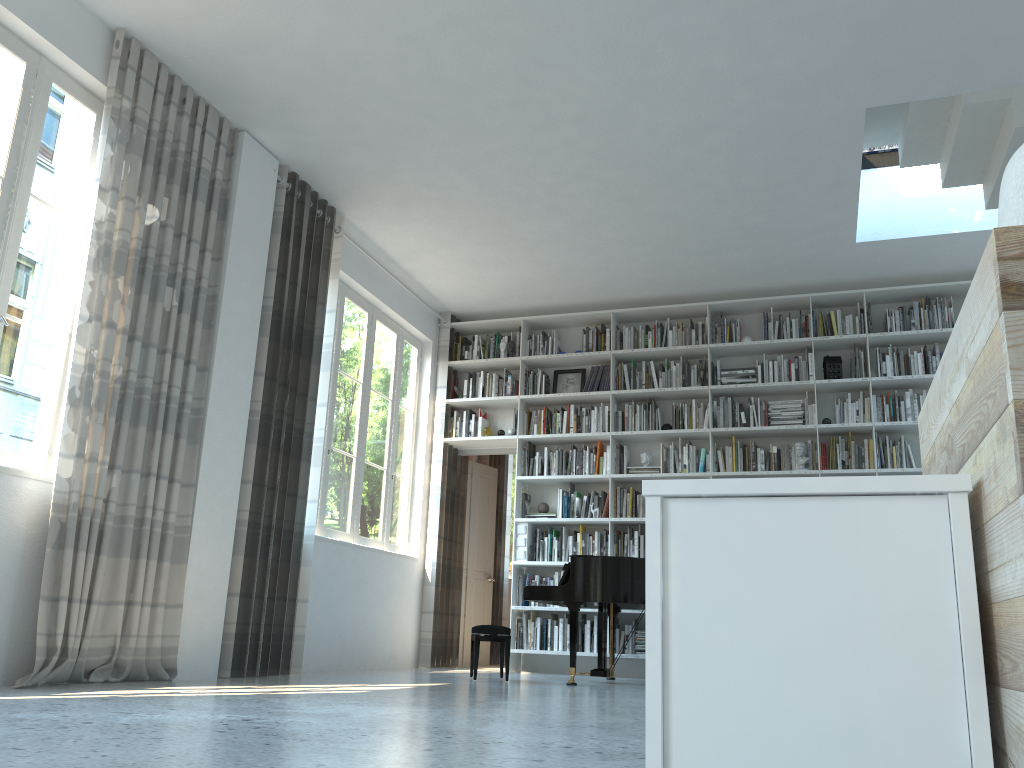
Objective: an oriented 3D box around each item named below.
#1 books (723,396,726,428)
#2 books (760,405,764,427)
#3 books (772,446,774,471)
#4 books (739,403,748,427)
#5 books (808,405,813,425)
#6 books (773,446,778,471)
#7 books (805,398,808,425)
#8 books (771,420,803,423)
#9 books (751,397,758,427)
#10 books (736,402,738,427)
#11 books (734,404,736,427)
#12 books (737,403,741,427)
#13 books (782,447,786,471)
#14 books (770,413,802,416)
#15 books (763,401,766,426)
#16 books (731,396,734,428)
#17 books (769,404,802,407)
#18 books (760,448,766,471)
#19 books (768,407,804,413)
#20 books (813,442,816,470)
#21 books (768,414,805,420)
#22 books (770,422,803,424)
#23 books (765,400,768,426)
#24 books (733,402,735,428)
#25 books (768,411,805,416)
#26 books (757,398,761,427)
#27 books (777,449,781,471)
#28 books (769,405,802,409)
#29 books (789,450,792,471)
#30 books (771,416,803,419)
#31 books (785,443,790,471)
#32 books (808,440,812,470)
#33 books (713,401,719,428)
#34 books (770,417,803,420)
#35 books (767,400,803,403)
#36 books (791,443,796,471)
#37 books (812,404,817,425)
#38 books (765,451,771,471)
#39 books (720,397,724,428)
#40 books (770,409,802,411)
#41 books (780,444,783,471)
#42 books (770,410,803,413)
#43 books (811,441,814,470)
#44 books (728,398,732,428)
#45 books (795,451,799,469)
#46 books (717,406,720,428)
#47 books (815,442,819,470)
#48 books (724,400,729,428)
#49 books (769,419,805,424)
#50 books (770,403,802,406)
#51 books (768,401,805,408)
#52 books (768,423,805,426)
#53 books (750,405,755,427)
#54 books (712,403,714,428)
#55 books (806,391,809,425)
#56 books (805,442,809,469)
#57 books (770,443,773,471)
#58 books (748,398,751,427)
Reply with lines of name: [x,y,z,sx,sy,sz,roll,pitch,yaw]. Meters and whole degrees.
books: [1.816,0.273,7.547,0.014,0.312,0.134,-3,-16,19]
books: [2.101,0.300,7.424,0.024,0.215,0.132,-3,-16,19]
books: [2.154,0.640,7.302,0.010,0.233,0.175,-3,-16,19]
books: [1.954,0.295,7.467,0.066,0.236,0.154,-3,-16,19]
books: [2.460,0.288,7.300,0.029,0.198,0.172,-3,-16,19]
books: [2.169,0.641,7.284,0.029,0.223,0.186,-3,-16,19]
books: [2.425,0.260,7.306,0.012,0.253,0.161,-3,-16,19]
books: [2.280,0.330,7.356,0.254,0.012,0.161,-3,-17,18]
books: [2.047,0.266,7.451,0.049,0.290,0.162,-3,-16,19]
books: [1.906,0.293,7.490,0.014,0.249,0.173,-3,-16,19]
books: [1.894,0.303,7.495,0.014,0.232,0.147,-3,-16,19]
books: [1.919,0.297,7.485,0.011,0.239,0.148,-3,-16,19]
books: [2.242,0.642,7.289,0.025,0.229,0.143,-3,-16,19]
books: [2.282,0.272,7.372,0.254,0.012,0.161,-4,-17,20]
books: [2.117,0.283,7.414,0.015,0.244,0.183,-3,-16,19]
books: [1.873,0.271,7.509,0.011,0.299,0.180,-3,-16,19]
books: [2.284,0.199,7.389,0.254,0.012,0.161,-4,-17,21]
books: [2.075,0.654,7.328,0.030,0.214,0.169,-3,-16,19]
books: [2.284,0.225,7.385,0.285,0.012,0.160,-3,-17,18]
books: [2.463,0.613,7.213,0.014,0.260,0.137,-3,-16,19]
books: [2.282,0.283,7.369,0.285,0.012,0.160,-4,-17,20]
books: [2.280,0.342,7.355,0.254,0.012,0.161,-3,-17,19]
books: [2.127,0.277,7.399,0.013,0.246,0.177,-3,-16,19]
books: [1.883,0.294,7.501,0.011,0.251,0.153,-3,-16,19]
books: [2.281,0.259,7.371,0.285,0.012,0.160,-4,-17,22]
books: [2.076,0.271,7.424,0.021,0.268,0.192,-3,-16,19]
books: [2.196,0.651,7.274,0.029,0.200,0.179,-3,-16,19]
books: [2.282,0.211,7.380,0.254,0.012,0.161,-5,-17,23]
books: [2.286,0.650,7.268,0.022,0.206,0.114,-3,-16,19]
books: [2.281,0.294,7.363,0.254,0.012,0.161,-3,-17,17]
books: [2.260,0.621,7.268,0.025,0.258,0.151,-3,-16,19]
books: [2.433,0.607,7.229,0.025,0.278,0.108,-3,-16,19]
books: [1.740,0.294,7.549,0.026,0.266,0.171,-3,-16,19]
books: [2.280,0.306,7.360,0.254,0.012,0.161,-4,-17,21]
books: [2.286,0.164,7.399,0.285,0.012,0.160,-4,-17,21]
books: [2.307,0.622,7.262,0.024,0.258,0.127,-3,-16,19]
books: [2.490,0.285,7.297,0.030,0.204,0.159,-3,-16,19]
books: [2.116,0.663,7.324,0.050,0.198,0.146,-3,-16,19]
books: [1.790,0.276,7.534,0.026,0.296,0.179,-3,-16,19]
books: [2.283,0.236,7.379,0.254,0.012,0.161,-4,-17,21]
books: [2.213,0.626,7.264,0.012,0.244,0.186,-3,-16,19]
books: [2.282,0.247,7.374,0.254,0.012,0.161,-2,-16,16]
books: [2.445,0.608,7.207,0.014,0.265,0.154,-3,-16,19]
books: [1.856,0.277,7.522,0.029,0.294,0.151,-3,-16,19]
books: [2.332,0.647,7.243,0.035,0.201,0.149,-3,-16,19]
books: [1.770,0.315,7.549,0.027,0.227,0.147,-3,-16,19]
books: [2.482,0.612,7.214,0.023,0.264,0.107,-3,-16,19]
books: [1.825,0.287,7.510,0.025,0.265,0.185,-3,-16,19]
books: [2.279,0.317,7.355,0.285,0.012,0.160,-2,-16,16]
books: [2.286,0.189,7.396,0.254,0.012,0.161,-3,-17,19]
books: [2.283,0.174,7.389,0.285,0.012,0.160,-2,-16,14]
books: [2.280,0.353,7.350,0.285,0.012,0.160,-4,-17,20]
books: [2.019,0.303,7.448,0.024,0.216,0.148,-3,-16,19]
books: [1.725,0.304,7.563,0.012,0.253,0.161,-3,-16,19]
books: [2.443,0.232,7.325,0.012,0.318,0.140,-3,-16,19]
books: [2.405,0.615,7.225,0.025,0.259,0.131,-3,-16,19]
books: [2.145,0.630,7.313,0.014,0.258,0.162,-3,-16,19]
books: [2.001,0.273,7.471,0.022,0.284,0.131,-3,-16,19]
